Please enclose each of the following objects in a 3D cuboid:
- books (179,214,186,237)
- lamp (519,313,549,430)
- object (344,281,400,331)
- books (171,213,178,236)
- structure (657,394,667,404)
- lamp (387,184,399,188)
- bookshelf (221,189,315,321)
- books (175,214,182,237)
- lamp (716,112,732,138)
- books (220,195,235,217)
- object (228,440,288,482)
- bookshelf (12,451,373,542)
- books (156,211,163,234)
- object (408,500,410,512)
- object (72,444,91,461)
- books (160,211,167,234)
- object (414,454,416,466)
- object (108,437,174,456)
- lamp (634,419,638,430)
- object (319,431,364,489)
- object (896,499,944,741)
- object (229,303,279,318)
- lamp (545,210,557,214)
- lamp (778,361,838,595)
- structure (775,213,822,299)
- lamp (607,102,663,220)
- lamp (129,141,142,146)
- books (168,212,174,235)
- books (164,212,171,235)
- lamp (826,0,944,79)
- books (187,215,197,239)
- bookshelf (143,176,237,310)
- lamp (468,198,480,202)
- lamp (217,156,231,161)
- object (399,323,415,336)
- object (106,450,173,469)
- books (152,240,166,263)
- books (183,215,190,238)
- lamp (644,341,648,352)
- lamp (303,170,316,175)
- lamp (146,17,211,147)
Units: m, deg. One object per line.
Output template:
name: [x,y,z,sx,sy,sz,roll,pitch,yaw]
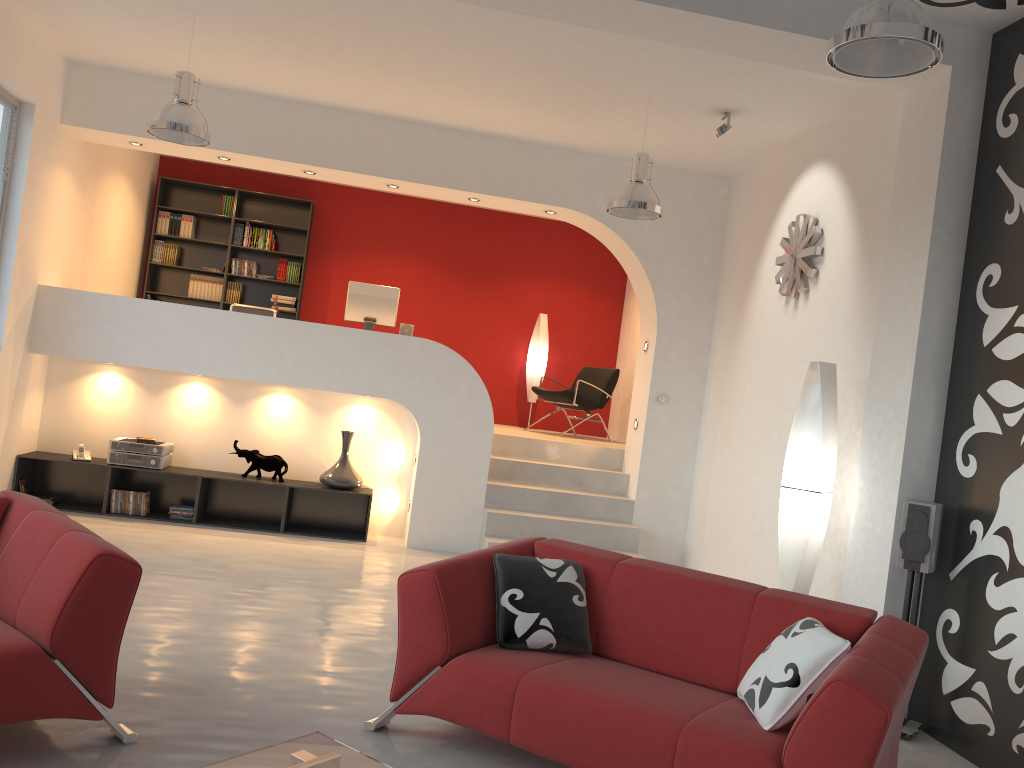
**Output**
books: [-3.624,-1.728,9.804,0.040,0.260,0.200,8,-1,-9]
lamp: [0.276,-0.148,10.351,0.237,1.349,0.237,8,-1,-1]
object: [-1.257,-0.663,7.937,0.458,0.452,0.230,8,-1,-9]
books: [-3.703,-1.739,9.792,0.040,0.260,0.200,8,-1,-9]
structure: [1.299,0.130,7.672,0.080,0.080,0.016,8,-1,-9]
lamp: [-1.014,-1.683,7.557,0.105,0.011,0.105,8,-1,-20]
bookshelf: [-2.777,-0.991,9.910,0.816,2.213,0.305,8,-1,-9]
books: [-3.664,-1.734,9.798,0.040,0.260,0.200,8,-1,-9]
lamp: [1.475,-1.794,6.155,0.112,0.176,0.118,7,-1,33]
books: [-3.151,-1.959,9.888,0.146,0.240,0.170,8,-1,-9]
object: [-2.115,0.641,7.416,0.507,0.296,0.191,7,-1,7]
bookshelf: [-2.563,0.931,7.323,2.764,0.397,0.405,8,-1,-9]
books: [-3.862,-1.760,9.767,0.040,0.260,0.200,8,-1,-9]
object: [-0.891,1.052,7.666,0.011,0.105,0.105,8,-1,-9]
object: [-3.441,0.543,7.100,0.130,0.117,0.146,8,-1,-34]
books: [-3.822,-1.755,9.773,0.040,0.260,0.200,8,-1,-9]
object: [-0.839,0.655,7.671,0.011,0.105,0.105,8,-1,-9]
object: [-3.026,0.509,7.252,0.430,0.077,0.349,8,-1,-9]
lamp: [1.104,0.359,7.905,0.011,0.105,0.105,8,-1,-9]
object: [-1.418,0.640,7.501,0.369,0.481,0.369,8,-1,-44]
object: [1.925,1.124,4.290,0.214,1.112,0.229,7,-1,36]
object: [-2.274,-0.571,7.860,0.397,0.217,0.458,8,-1,-9]
lamp: [0.339,-1.503,7.769,0.105,0.011,0.105,8,-1,-20]
lamp: [1.656,0.761,5.037,0.313,1.779,0.313,8,-1,-1]
structure: [2.003,-0.900,6.247,0.090,0.596,0.596,8,-1,-9]
lamp: [0.889,-1.562,6.077,0.379,0.800,0.379,8,-1,-38]
lamp: [-3.070,-1.958,7.233,0.105,0.011,0.105,8,-1,-5]
books: [-3.743,-1.744,9.785,0.040,0.260,0.200,8,-1,-9]
books: [-3.783,-1.750,9.779,0.040,0.260,0.200,8,-1,-9]
lamp: [1.352,-1.537,3.113,0.379,0.800,0.379,8,-1,-16]
books: [-3.544,-1.718,9.817,0.040,0.260,0.200,8,-1,-9]
bookshelf: [-3.576,-1.097,9.784,0.816,2.213,0.305,8,-1,-9]
lamp: [-0.328,-1.592,7.664,0.105,0.011,0.105,8,-1,-20]
lamp: [-2.385,-1.866,7.341,0.105,0.011,0.105,8,-1,-20]
object: [-0.962,-0.470,8.036,0.133,0.147,0.151,8,-1,-25]
object: [-3.038,0.607,7.243,0.430,0.100,0.365,8,-1,-9]
books: [-3.884,-1.442,9.778,0.090,0.256,0.181,8,-1,-9]
books: [-3.584,-1.723,9.810,0.040,0.260,0.200,8,-1,-9]
lamp: [1.195,-0.334,7.913,0.011,0.105,0.105,8,-1,-9]
lamp: [-1.699,-1.775,7.449,0.105,0.011,0.105,8,-1,-20]
lamp: [-2.058,-1.955,5.613,0.379,0.800,0.379,8,-1,-38]
